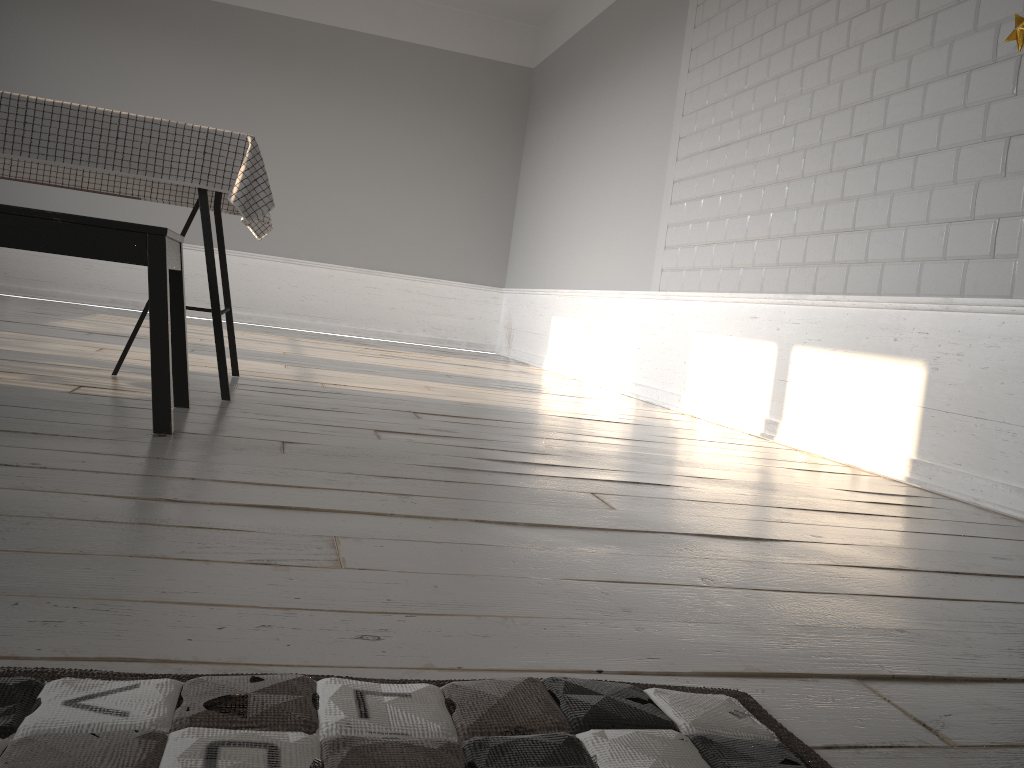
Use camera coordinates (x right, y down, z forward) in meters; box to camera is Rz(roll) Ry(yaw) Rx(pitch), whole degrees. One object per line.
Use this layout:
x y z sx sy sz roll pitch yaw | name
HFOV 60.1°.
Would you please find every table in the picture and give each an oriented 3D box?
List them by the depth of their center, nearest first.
-1.797 -0.480 2.719 2.021 0.783 0.935 6 3 -16 | table

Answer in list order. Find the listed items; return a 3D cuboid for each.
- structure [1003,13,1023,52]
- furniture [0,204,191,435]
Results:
1.496 -1.166 2.525 0.078 0.447 0.134 7 1 -28 | structure
-1.585 -0.227 1.968 1.665 0.455 0.467 6 3 -15 | furniture
